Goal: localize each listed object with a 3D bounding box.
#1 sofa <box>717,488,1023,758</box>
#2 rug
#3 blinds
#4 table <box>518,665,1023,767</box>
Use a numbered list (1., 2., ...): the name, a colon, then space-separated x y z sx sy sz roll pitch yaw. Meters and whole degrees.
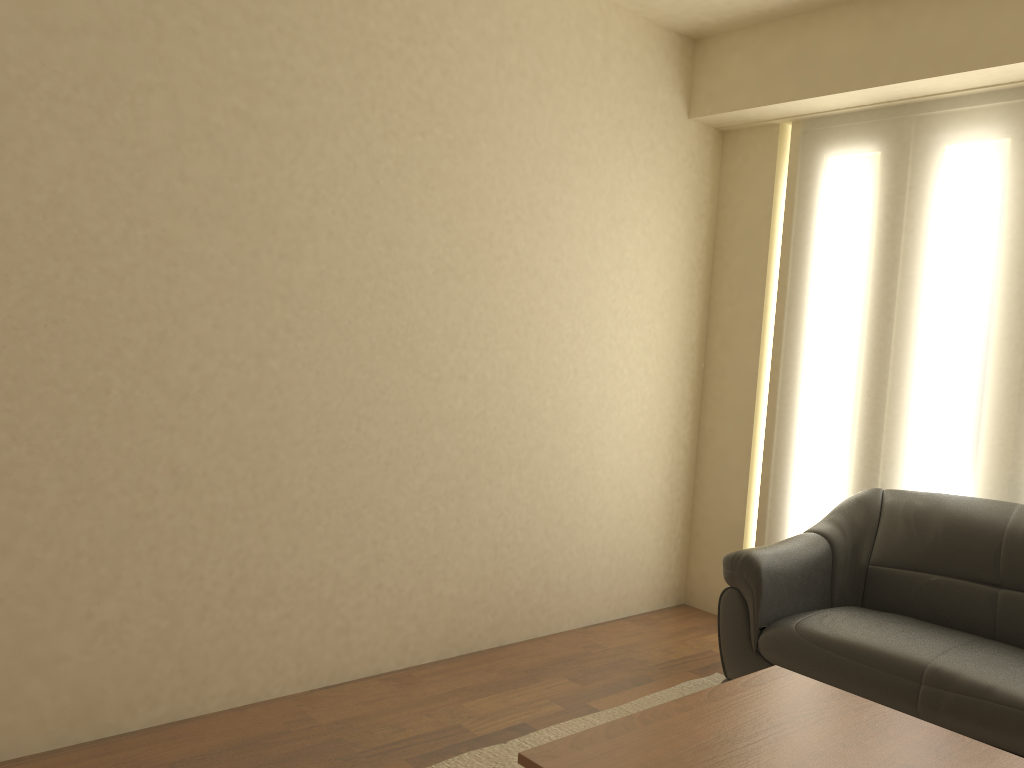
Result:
1. sofa: 1.896 0.933 2.937 0.944 0.918 2.337 1 4 -41
2. rug: 1.141 1.415 1.766 2.482 0.011 3.592 1 4 -41
3. blinds: 2.274 0.027 3.416 0.002 2.453 2.830 1 4 -41
4. table: 0.786 1.141 1.916 1.045 0.482 1.213 1 4 -41
